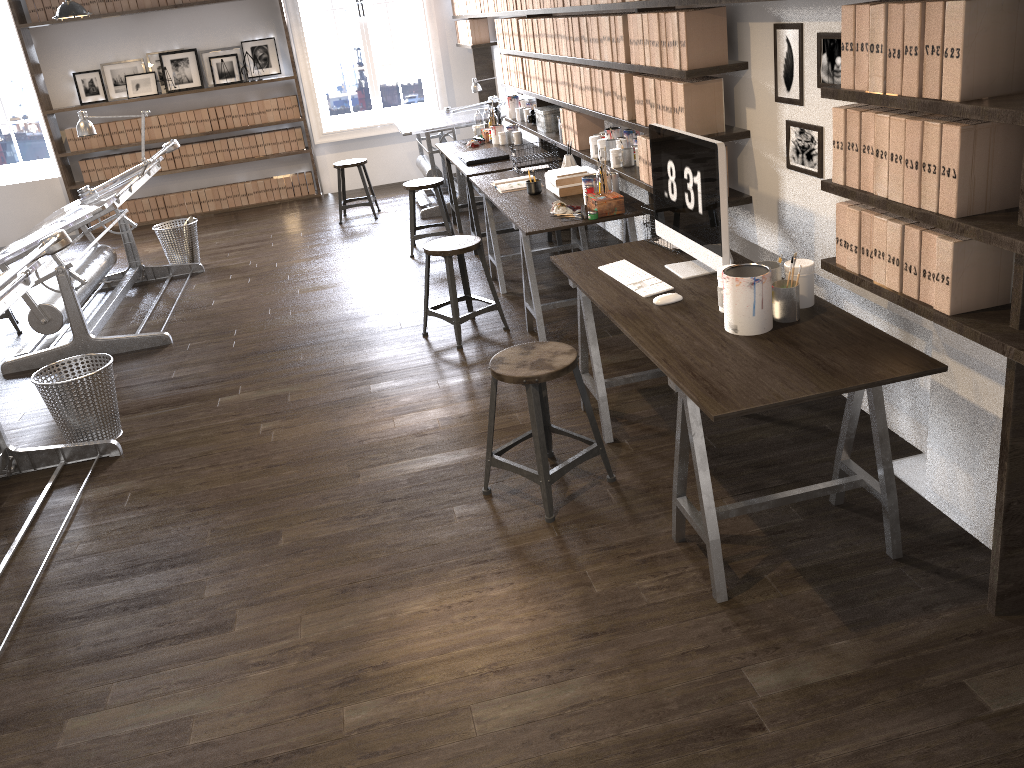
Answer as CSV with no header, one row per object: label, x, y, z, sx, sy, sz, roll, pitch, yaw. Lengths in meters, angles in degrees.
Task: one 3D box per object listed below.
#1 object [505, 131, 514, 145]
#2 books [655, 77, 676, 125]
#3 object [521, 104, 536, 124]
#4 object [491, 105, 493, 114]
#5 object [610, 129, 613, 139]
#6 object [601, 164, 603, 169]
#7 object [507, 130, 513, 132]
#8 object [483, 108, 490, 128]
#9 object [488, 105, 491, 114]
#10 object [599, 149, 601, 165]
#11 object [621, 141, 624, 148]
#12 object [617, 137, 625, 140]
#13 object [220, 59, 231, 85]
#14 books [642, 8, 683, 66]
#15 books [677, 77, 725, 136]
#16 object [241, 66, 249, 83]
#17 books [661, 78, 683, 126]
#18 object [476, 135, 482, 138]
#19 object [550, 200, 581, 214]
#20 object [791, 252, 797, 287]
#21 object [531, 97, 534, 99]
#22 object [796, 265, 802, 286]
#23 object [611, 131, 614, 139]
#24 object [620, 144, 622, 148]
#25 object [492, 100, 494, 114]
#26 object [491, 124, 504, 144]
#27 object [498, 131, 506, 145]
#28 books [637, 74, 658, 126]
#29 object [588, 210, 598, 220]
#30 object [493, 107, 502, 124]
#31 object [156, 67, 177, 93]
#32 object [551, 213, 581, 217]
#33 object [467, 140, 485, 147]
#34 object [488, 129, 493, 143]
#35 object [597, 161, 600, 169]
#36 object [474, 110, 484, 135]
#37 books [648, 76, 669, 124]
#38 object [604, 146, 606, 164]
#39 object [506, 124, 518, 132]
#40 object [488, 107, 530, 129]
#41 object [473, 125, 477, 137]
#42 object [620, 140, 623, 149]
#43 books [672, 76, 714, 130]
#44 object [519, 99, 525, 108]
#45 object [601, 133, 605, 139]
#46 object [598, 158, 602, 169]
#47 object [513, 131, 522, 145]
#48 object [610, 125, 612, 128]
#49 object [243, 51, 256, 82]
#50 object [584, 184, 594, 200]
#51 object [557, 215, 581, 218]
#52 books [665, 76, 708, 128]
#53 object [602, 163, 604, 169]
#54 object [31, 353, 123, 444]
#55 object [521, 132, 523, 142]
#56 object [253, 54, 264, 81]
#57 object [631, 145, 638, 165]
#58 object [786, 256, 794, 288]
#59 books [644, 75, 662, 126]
object,-0.016,-1.887,6.797,0.063,0.092,0.064,10,28,37
books,0.733,-1.245,3.922,0.174,0.222,0.068,-11,22,-9
object,0.166,-2.069,6.832,0.107,0.159,0.238,13,30,42
object,-0.155,-2.134,7.067,0.006,0.189,0.056,-11,22,-9
object,0.568,-1.343,4.945,0.029,0.166,0.004,-3,22,12
object,0.451,-1.007,4.339,0.005,0.145,0.033,6,25,32
object,-0.010,-1.912,6.850,0.044,0.099,0.045,-11,22,-9
object,-0.198,-2.142,7.264,0.068,0.233,0.070,-12,22,-11
object,-0.171,-2.138,7.066,0.007,0.210,0.056,2,23,24
object,0.441,-1.045,4.352,0.007,0.210,0.056,-9,21,-2
object,0.605,-1.244,4.743,0.036,0.117,0.005,-12,22,-12
object,0.607,-1.300,4.895,0.045,0.125,0.045,-5,22,8
object,-2.897,-3.145,8.936,0.124,0.256,0.041,-11,21,-9
books,0.676,-1.529,3.913,0.175,0.221,0.068,-11,22,-9
books,0.785,-1.144,3.674,0.175,0.221,0.068,-11,22,-9
object,-2.699,-3.130,8.956,0.066,0.163,0.041,-11,21,-9
books,0.748,-1.218,3.856,0.175,0.222,0.068,-11,22,-9
object,-0.271,-2.013,7.238,0.049,0.037,0.050,-13,23,-12
object,0.258,-0.891,4.477,0.133,0.050,0.198,-25,28,-35
object,0.871,-0.308,2.755,0.045,0.201,0.007,-19,24,-27
object,0.194,-2.285,7.268,0.070,0.128,0.071,8,27,35
object,0.875,-0.287,2.734,0.054,0.155,0.007,-18,23,-24
object,0.575,-1.342,4.939,0.036,0.146,0.005,-3,22,13
object,0.600,-1.244,4.764,0.035,0.102,0.005,-12,21,-10
object,-0.150,-2.152,7.071,0.021,0.224,0.007,-7,21,2
object,-0.108,-1.955,6.934,0.104,0.139,0.106,-14,23,-15
object,-0.070,-1.900,6.841,0.062,0.093,0.063,5,25,29
books,0.684,-1.324,4.122,0.175,0.222,0.068,-11,22,-9
object,0.390,-0.814,4.267,0.049,0.037,0.050,-10,23,-5
object,-0.116,-2.155,7.279,0.068,0.226,0.070,-12,22,-11
object,-3.456,-3.029,8.837,0.175,0.256,0.041,-11,21,-9
object,0.267,-0.836,4.384,0.156,0.006,0.006,-3,23,11
object,-0.303,-1.908,7.000,0.132,0.050,0.200,0,24,18
object,-0.158,-1.960,6.995,0.049,0.110,0.050,-12,22,-12
object,0.439,-1.017,4.352,0.038,0.151,0.008,9,27,37
object,-0.267,-2.124,7.255,0.068,0.226,0.070,-12,22,-11
books,0.714,-1.270,3.987,0.174,0.222,0.068,-11,22,-9
object,0.458,-1.048,4.334,0.020,0.224,0.007,1,23,21
object,0.006,-1.953,6.908,0.094,0.126,0.096,-10,22,-5
object,-0.023,-2.116,7.058,0.344,0.143,0.078,-2,22,12
object,-0.286,-2.091,7.339,0.068,0.102,0.069,-9,22,-4
object,0.596,-1.244,4.745,0.030,0.133,0.004,-13,22,-13
books,0.774,-1.168,3.732,0.175,0.221,0.068,-11,22,-9
object,0.091,-2.249,7.216,0.051,0.137,0.051,-12,22,-11
object,0.537,-1.370,5.079,0.044,0.125,0.045,-11,22,-8
object,0.444,-1.026,4.339,0.008,0.183,0.072,5,25,31
object,0.040,-1.880,6.761,0.062,0.093,0.062,10,28,37
object,0.580,-1.417,5.113,0.009,0.166,0.041,-10,21,-5
object,-2.657,-3.218,8.974,0.118,0.299,0.041,-11,21,-9
object,0.396,-0.955,4.505,0.049,0.110,0.050,-10,22,-5
object,0.281,-0.827,4.371,0.158,0.005,0.005,15,32,42
books,0.756,-1.192,3.793,0.175,0.222,0.068,-11,22,-9
object,0.460,-1.017,4.356,0.005,0.149,0.045,-18,23,-24
object,-1.997,0.097,4.135,0.353,0.371,0.359,-3,23,12
object,0.053,-1.907,6.845,0.054,0.079,0.055,-11,22,-8
object,-2.593,-3.222,9.017,0.111,0.257,0.041,-11,21,-9
object,0.658,-1.217,4.714,0.045,0.101,0.045,-14,22,-16
object,0.857,-0.307,2.755,0.055,0.177,0.007,-19,24,-26
books,0.704,-1.297,4.053,0.175,0.222,0.068,-11,22,-9
